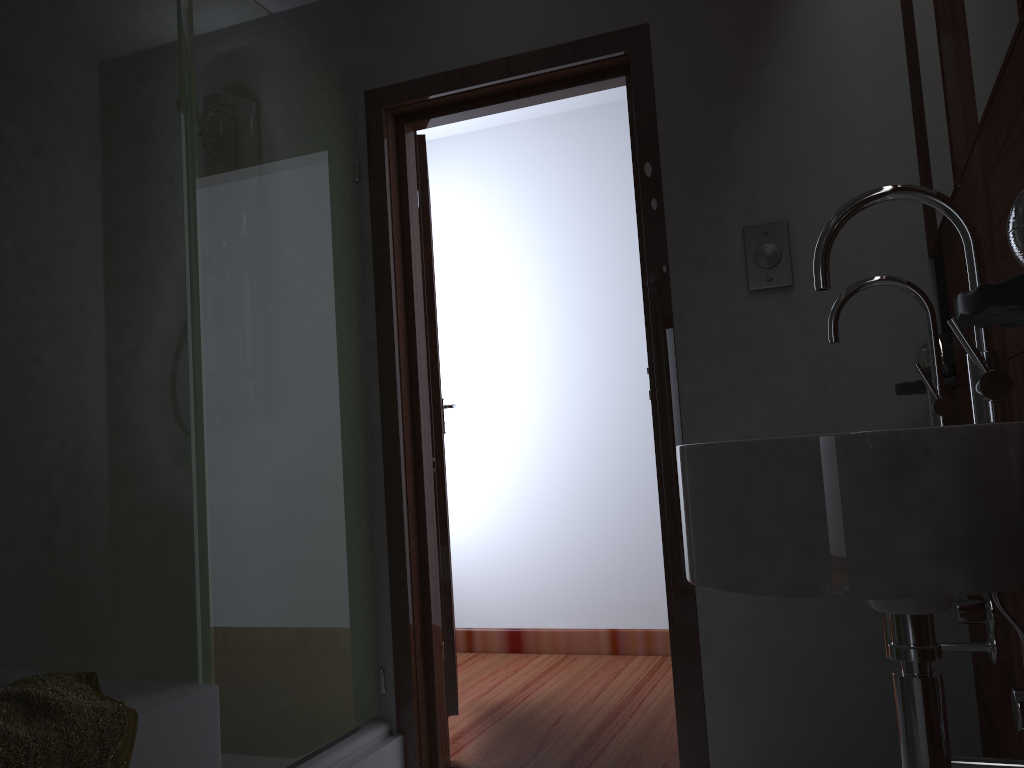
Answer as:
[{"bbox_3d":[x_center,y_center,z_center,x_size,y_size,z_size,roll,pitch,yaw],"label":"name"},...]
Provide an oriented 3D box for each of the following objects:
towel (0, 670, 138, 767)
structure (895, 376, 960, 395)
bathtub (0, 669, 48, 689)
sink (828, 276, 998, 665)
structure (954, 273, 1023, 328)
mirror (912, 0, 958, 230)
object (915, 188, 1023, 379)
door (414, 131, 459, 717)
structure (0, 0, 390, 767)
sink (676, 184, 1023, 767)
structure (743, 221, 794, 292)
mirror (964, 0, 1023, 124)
[{"bbox_3d":[-0.895,0.745,1.315,0.349,0.452,0.890,-5,-5,15],"label":"towel"},{"bbox_3d":[0.938,0.002,1.896,0.220,0.023,0.222,-2,-6,-19],"label":"structure"},{"bbox_3d":[-1.386,0.782,1.152,0.881,0.424,1.683,-6,-6,21],"label":"bathtub"},{"bbox_3d":[0.643,0.158,1.669,0.417,0.715,0.415,-6,-6,21],"label":"sink"},{"bbox_3d":[0.487,-0.075,0.729,0.222,0.023,0.220,-5,-5,11],"label":"structure"},{"bbox_3d":[0.784,-0.636,1.664,0.010,0.635,0.316,-6,-6,21],"label":"mirror"},{"bbox_3d":[0.697,-0.095,1.321,0.104,0.104,1.350,-6,-6,21],"label":"object"},{"bbox_3d":[-0.237,0.124,3.023,0.095,1.780,0.708,-3,-5,-3],"label":"door"},{"bbox_3d":[-0.996,0.108,2.403,1.015,2.079,0.765,-6,-6,21],"label":"structure"},{"bbox_3d":[0.416,0.119,1.081,0.417,0.715,0.415,-6,-6,21],"label":"sink"},{"bbox_3d":[0.634,-0.317,2.196,0.109,0.164,0.028,-6,-6,21],"label":"structure"},{"bbox_3d":[0.555,-0.675,1.074,0.010,0.635,0.316,-6,-6,21],"label":"mirror"}]
